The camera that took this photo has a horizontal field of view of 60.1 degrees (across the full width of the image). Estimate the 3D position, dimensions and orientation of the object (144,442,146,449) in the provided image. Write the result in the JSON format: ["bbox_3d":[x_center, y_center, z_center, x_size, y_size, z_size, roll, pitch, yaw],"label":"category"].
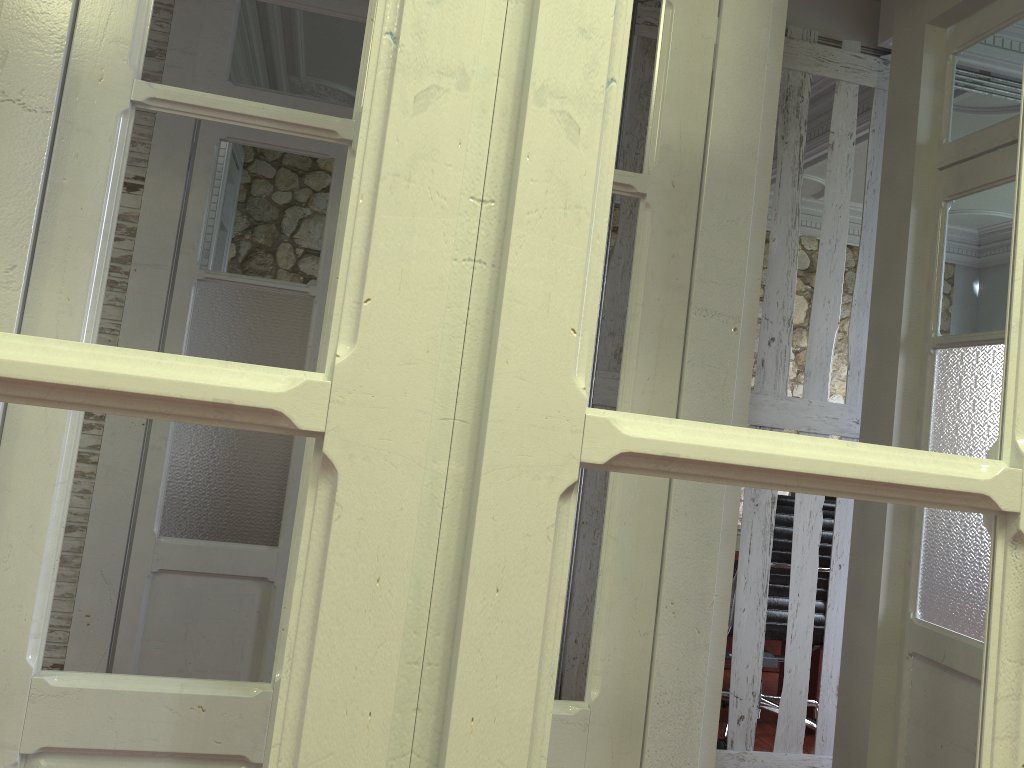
[{"bbox_3d":[-1.671,0.268,3.977,0.066,0.041,0.065,5,-4,36],"label":"object"}]

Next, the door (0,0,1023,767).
[{"bbox_3d":[-0.054,0.158,0.573,1.075,2.097,0.040,8,-6,-12],"label":"door"}]

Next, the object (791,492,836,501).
[{"bbox_3d":[1.552,0.596,4.590,0.189,0.487,0.482,8,-4,-12],"label":"object"}]

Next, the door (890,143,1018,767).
[{"bbox_3d":[1.393,0.362,2.369,0.040,2.191,1.054,8,-5,-12],"label":"door"}]

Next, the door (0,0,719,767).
[{"bbox_3d":[-0.247,0.169,1.403,1.075,2.097,0.040,8,-6,-12],"label":"door"}]

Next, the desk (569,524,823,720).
[{"bbox_3d":[0.618,1.091,4.522,2.503,0.731,1.297,8,-3,-12],"label":"desk"}]

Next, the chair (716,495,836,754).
[{"bbox_3d":[1.090,0.974,3.804,0.664,1.028,0.697,8,-5,-17],"label":"chair"}]
